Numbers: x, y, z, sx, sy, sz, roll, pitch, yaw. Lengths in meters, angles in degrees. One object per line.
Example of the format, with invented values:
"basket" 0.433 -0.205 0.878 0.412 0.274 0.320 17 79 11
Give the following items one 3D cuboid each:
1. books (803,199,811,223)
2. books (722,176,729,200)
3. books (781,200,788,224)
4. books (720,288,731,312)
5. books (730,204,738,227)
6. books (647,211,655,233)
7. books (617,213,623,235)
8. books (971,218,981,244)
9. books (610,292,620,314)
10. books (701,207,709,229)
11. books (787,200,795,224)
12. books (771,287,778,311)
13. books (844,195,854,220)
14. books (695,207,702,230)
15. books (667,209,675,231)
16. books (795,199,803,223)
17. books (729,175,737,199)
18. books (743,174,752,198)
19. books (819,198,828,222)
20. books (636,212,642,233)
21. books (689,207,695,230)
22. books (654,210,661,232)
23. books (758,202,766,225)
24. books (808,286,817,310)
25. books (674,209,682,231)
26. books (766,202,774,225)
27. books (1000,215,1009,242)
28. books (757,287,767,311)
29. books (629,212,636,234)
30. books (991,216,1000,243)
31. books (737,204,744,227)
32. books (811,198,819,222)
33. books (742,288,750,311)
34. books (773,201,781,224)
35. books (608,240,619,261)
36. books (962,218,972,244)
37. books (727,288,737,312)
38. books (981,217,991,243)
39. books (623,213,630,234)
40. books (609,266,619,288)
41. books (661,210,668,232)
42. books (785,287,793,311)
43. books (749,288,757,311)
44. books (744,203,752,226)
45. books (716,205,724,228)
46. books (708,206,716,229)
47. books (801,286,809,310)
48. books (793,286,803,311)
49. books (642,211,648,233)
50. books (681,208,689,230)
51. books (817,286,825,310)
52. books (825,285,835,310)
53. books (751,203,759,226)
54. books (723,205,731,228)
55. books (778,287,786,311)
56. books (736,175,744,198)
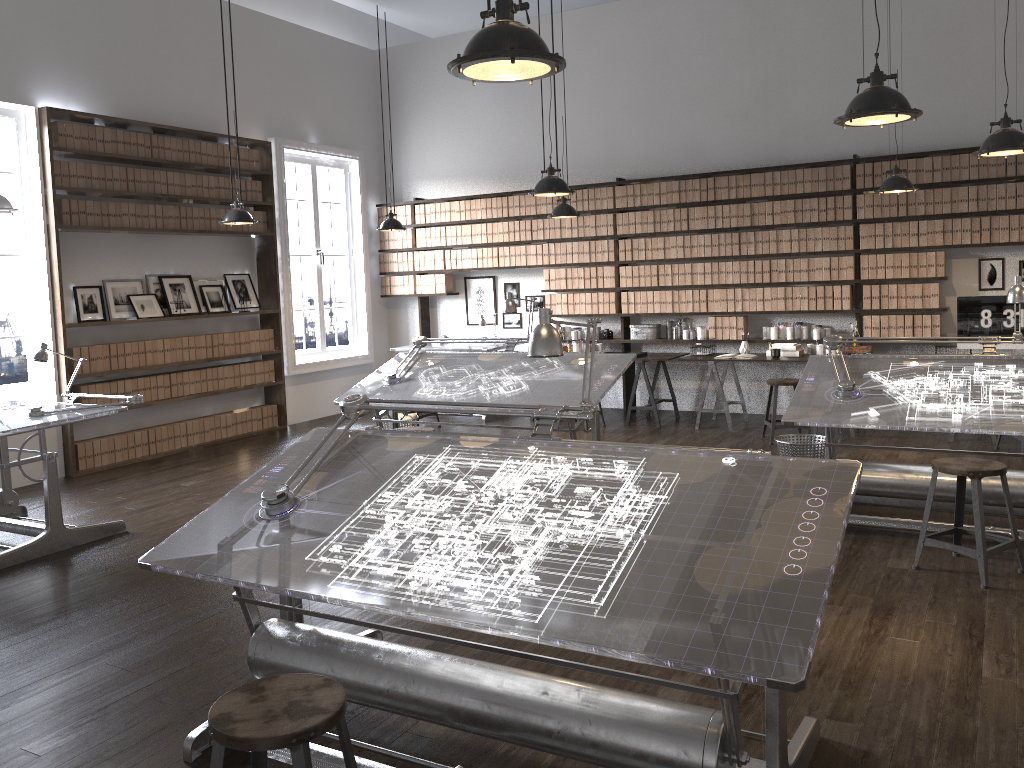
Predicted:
"books" 2.788 -1.623 8.330 0.067 0.225 0.175 0 5 30
"books" 2.112 -1.916 8.680 0.067 0.225 0.175 0 5 29
"books" 2.609 -1.628 8.430 0.067 0.225 0.175 0 5 30
"books" 2.121 -0.831 8.772 0.067 0.225 0.175 0 5 30
"books" 2.195 -1.639 8.662 0.067 0.225 0.175 0 5 29
"books" 1.453 -1.658 9.077 0.067 0.225 0.175 0 5 30
"books" 1.158 -1.667 9.252 0.067 0.225 0.175 0 5 29
"books" 4.016 -1.324 7.662 0.067 0.225 0.175 0 5 29
"books" 1.098 -0.858 9.351 0.067 0.225 0.175 0 5 29
"books" 1.939 -1.645 8.803 0.067 0.225 0.175 0 5 30
"books" 2.665 -1.626 8.393 0.067 0.225 0.175 0 5 29
"books" 2.550 -0.820 8.535 0.067 0.225 0.175 0 5 30
"books" 3.107 -1.615 8.148 0.067 0.225 0.175 0 5 30
"books" 1.886 -1.647 8.838 0.067 0.225 0.175 0 5 29
"books" 1.636 -1.654 8.976 0.067 0.225 0.175 0 5 30
"books" 2.726 -1.625 8.365 0.067 0.225 0.175 0 5 30
"books" 2.177 -1.914 8.648 0.067 0.225 0.175 0 5 29
"books" 2.300 -1.911 8.581 0.067 0.225 0.175 0 5 30
"books" 2.912 -1.620 8.261 0.067 0.225 0.175 0 5 29
"books" 1.342 -1.662 9.144 0.067 0.225 0.175 0 5 29
"books" 1.830 -1.649 8.872 0.067 0.225 0.175 0 5 30
"books" 1.515 -1.657 9.049 0.067 0.225 0.175 0 5 29
"books" 2.430 -1.633 8.532 0.067 0.225 0.175 0 5 30
"books" 2.853 -0.812 8.366 0.067 0.225 0.175 0 5 29
"books" 1.700 -1.652 8.945 0.067 0.225 0.175 0 5 30
"books" 2.489 -1.631 8.494 0.067 0.225 0.175 0 5 29
"books" 4.200 -1.318 7.550 0.067 0.225 0.175 0 5 29
"books" 2.431 -0.823 8.599 0.067 0.225 0.175 0 5 29
"books" 1.277 -1.663 9.178 0.067 0.225 0.175 0 5 30
"books" 4.146 -1.320 7.588 0.067 0.225 0.175 0 5 29
"books" 2.250 -1.638 8.633 0.067 0.225 0.175 0 5 29
"books" 2.848 -1.621 8.292 0.067 0.225 0.175 0 5 29
"books" 2.312 -0.826 8.673 0.067 0.225 0.175 0 5 30
"books" 2.553 -1.629 8.460 0.067 0.225 0.175 0 5 30
"books" 1.080 -1.403 9.319 0.067 0.225 0.175 0 5 30
"books" 3.952 -1.325 7.692 0.067 0.225 0.175 0 5 29
"books" 2.184 -0.829 8.736 0.067 0.225 0.175 0 5 29
"books" 4.078 -1.321 7.620 0.067 0.225 0.175 0 5 30
"books" 1.218 -1.665 9.216 0.067 0.225 0.175 0 5 29
"books" 1.090 -1.127 9.330 0.067 0.225 0.175 0 5 29
"books" 1.576 -1.656 9.015 0.067 0.225 0.175 0 5 29
"books" 2.668 -0.817 8.471 0.067 0.225 0.175 0 5 30
"books" 2.371 -0.825 8.637 0.067 0.225 0.175 0 5 30
"books" 2.306 -1.635 8.596 0.067 0.225 0.175 0 5 30
"books" 2.067 -1.642 8.734 0.067 0.225 0.175 0 5 29
"books" 2.002 -1.644 8.767 0.067 0.225 0.175 0 5 29
"books" 2.789 -0.813 8.397 0.067 0.225 0.175 0 5 29
"books" 2.730 -0.815 8.436 0.067 0.225 0.175 0 5 30
"books" 1.397 -1.660 9.114 0.067 0.225 0.175 0 5 29
"books" 1.763 -1.650 8.903 0.067 0.225 0.175 0 5 29
"books" 2.916 -0.810 8.325 0.067 0.225 0.175 0 5 30
"books" 2.983 -0.808 8.293 0.067 0.225 0.175 0 5 29
"books" 2.370 -1.635 8.568 0.067 0.225 0.175 0 5 30
"books" 2.130 -1.640 8.696 0.067 0.225 0.175 0 5 30
"books" 2.606 -0.818 8.499 0.067 0.225 0.175 0 5 29
"books" 2.240 -1.913 8.617 0.067 0.225 0.175 0 5 30
